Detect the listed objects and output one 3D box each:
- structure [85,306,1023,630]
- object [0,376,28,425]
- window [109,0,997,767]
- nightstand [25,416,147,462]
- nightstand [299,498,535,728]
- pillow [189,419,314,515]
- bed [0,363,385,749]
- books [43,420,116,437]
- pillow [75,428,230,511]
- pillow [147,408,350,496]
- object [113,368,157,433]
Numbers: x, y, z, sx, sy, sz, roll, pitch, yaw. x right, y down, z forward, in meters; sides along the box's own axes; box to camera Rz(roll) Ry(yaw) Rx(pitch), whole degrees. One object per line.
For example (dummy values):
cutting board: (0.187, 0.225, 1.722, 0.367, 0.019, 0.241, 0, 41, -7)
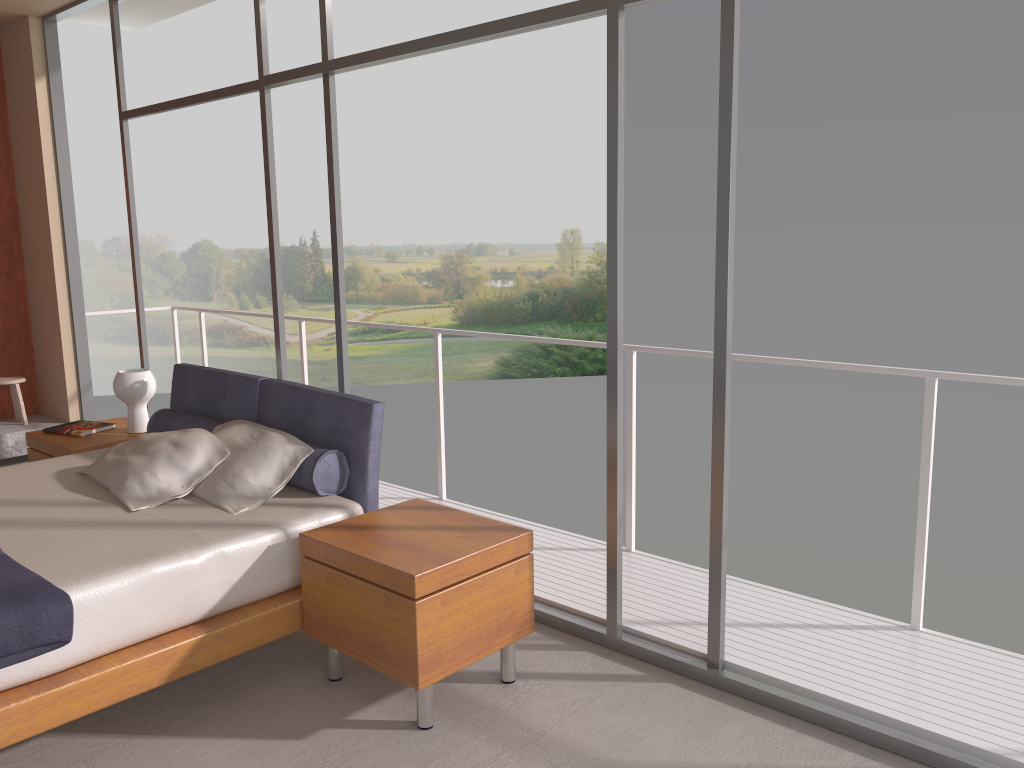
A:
structure: (-0.128, 0.298, 4.405, 7.689, 1.005, 0.728, 8, 13, 42)
object: (-3.730, 0.132, 6.617, 0.260, 0.349, 0.257, 1, 10, 12)
window: (-0.273, -0.599, 3.820, 6.106, 3.133, 0.075, 8, 13, 42)
nightstand: (-2.286, 0.537, 4.979, 0.628, 0.556, 0.562, 8, 13, 42)
nightstand: (-0.339, 0.802, 3.215, 0.628, 0.556, 0.562, 8, 13, 42)
pillow: (-1.196, 0.337, 3.773, 0.400, 0.265, 0.791, -10, 13, -44)
bed: (-1.966, 0.605, 3.393, 2.017, 0.959, 2.462, 8, 13, 42)
books: (-2.416, 0.248, 4.960, 0.287, 0.025, 0.247, 3, 10, 23)
pillow: (-1.585, 0.335, 3.880, 0.431, 0.264, 0.869, -9, 12, -39)
pillow: (-1.261, 0.292, 4.103, 1.470, 0.201, 0.205, 8, 13, 42)
object: (-2.066, 0.094, 4.882, 0.224, 0.338, 0.224, -8, 12, -35)
